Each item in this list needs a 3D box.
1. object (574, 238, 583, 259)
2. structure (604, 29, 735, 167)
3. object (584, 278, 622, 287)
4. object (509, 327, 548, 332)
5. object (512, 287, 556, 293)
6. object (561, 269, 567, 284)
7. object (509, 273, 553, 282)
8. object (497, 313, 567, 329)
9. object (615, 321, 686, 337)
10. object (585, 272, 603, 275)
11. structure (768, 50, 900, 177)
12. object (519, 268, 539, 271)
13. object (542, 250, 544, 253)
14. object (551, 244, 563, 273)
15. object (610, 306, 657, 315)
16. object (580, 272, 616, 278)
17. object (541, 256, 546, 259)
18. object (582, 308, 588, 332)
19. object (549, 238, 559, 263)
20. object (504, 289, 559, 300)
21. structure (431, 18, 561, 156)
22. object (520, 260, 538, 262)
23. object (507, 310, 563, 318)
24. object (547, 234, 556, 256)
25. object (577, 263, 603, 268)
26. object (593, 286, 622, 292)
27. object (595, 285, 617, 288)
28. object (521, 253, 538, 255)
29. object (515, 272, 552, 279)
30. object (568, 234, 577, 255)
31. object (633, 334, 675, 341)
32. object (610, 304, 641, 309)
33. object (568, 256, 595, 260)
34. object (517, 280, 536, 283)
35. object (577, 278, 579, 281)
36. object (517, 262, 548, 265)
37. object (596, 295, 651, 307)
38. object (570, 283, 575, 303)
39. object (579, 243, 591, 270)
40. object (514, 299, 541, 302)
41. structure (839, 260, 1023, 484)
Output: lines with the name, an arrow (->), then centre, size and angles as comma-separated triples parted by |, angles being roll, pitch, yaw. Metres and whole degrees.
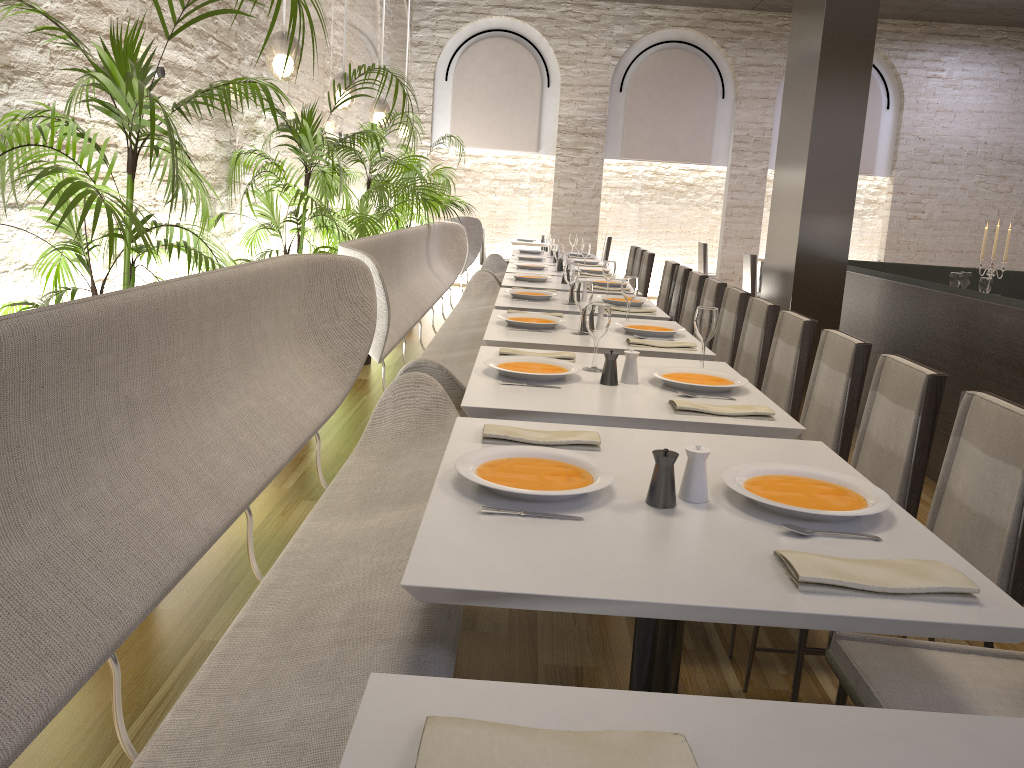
object -> 0.657, -1.328, 8.776 | 0.087, 0.229, 0.086 | 9, 11, 30
structure -> 2.065, -3.712, 11.451 | 1.633, 1.663, 0.098 | 4, 9, 1
object -> 0.671, -0.720, 6.331 | 0.322, 0.036, 0.324 | -1, 13, -21
object -> 0.081, -0.235, 3.857 | 0.185, 0.010, 0.017 | 4, 11, 1
object -> 0.136, -0.580, 5.521 | 0.273, 0.033, 0.144 | 4, 12, 0
object -> 0.380, -0.765, 6.262 | 0.059, 0.109, 0.060 | 2, 10, -8
object -> 0.135, -0.757, 6.338 | 0.322, 0.036, 0.324 | -1, 13, -21
object -> 0.090, -0.282, 4.037 | 0.321, 0.036, 0.324 | 0, 12, -17
object -> 0.626, -0.246, 4.030 | 0.321, 0.036, 0.324 | 0, 12, -17
object -> 0.684, -0.903, 7.255 | 0.181, 0.015, 0.038 | 4, 11, 2
structure -> 4.180, -3.570, 11.433 | 1.633, 1.663, 0.098 | 4, 9, 1
object -> 0.148, -0.937, 7.262 | 0.185, 0.010, 0.017 | 4, 11, 1
object -> 0.225, -1.501, 9.993 | 0.273, 0.033, 0.144 | 4, 12, 0
object -> 0.373, -1.030, 7.249 | 0.087, 0.229, 0.086 | 9, 11, 30
object -> 0.640, -0.402, 4.822 | 0.273, 0.033, 0.144 | 4, 12, 0
object -> 0.684, -0.867, 7.081 | 0.273, 0.033, 0.144 | 4, 12, 0
object -> 0.203, -1.270, 8.868 | 0.273, 0.033, 0.144 | 4, 12, 0
object -> 0.334, -0.291, 3.961 | 0.059, 0.109, 0.060 | 2, 10, -8
object -> 0.394, -1.253, 8.331 | 0.087, 0.229, 0.086 | 9, 11, 30
object -> 0.112, -0.518, 5.182 | 0.322, 0.036, 0.324 | -1, 13, -21
structure -> -0.191, -3.864, 11.471 | 1.633, 1.663, 0.098 | 4, 9, 1
object -> 0.170, -1.161, 8.350 | 0.185, 0.010, 0.017 | 4, 11, 1
object -> 0.114, -0.344, 4.375 | 0.273, 0.033, 0.144 | 4, 12, 0
object -> 0.416, -1.483, 9.444 | 0.087, 0.229, 0.086 | 9, 11, 30
object -> 0.706, -1.092, 8.170 | 0.273, 0.033, 0.144 | 4, 12, 0
object -> 0.662, -0.640, 5.978 | 0.273, 0.033, 0.144 | 4, 12, 0
object -> 0.662, -0.676, 6.152 | 0.181, 0.015, 0.038 | 4, 11, 2
object -> 0.192, -1.393, 9.475 | 0.185, 0.010, 0.017 | 4, 11, 1
object -> 0.159, -0.818, 6.676 | 0.273, 0.033, 0.144 | 4, 12, 0
object -> 0.679, -1.558, 9.889 | 0.087, 0.229, 0.086 | 9, 11, 30
object -> 0.617, -0.201, 3.850 | 0.181, 0.015, 0.038 | 4, 11, 2
object -> 0.640, -0.437, 4.996 | 0.181, 0.015, 0.038 | 4, 11, 2
object -> 0.728, -1.324, 9.295 | 0.273, 0.033, 0.144 | 4, 12, 0
object -> 0.126, -0.709, 6.158 | 0.185, 0.010, 0.017 | 4, 11, 1
object -> 0.451, -0.769, 6.307 | 0.059, 0.109, 0.060 | 2, 10, -8
object -> 0.181, -1.045, 7.780 | 0.273, 0.033, 0.144 | 4, 12, 0
object -> 0.649, -0.482, 5.176 | 0.322, 0.036, 0.324 | -1, 13, -21
object -> 0.357, -0.527, 5.107 | 0.059, 0.109, 0.060 | 2, 10, -8
object -> 0.636, -1.105, 7.694 | 0.087, 0.229, 0.086 | 9, 11, 30
object -> 0.104, -0.471, 5.003 | 0.185, 0.010, 0.017 | 4, 11, 1
structure -> 3.396, 0.528, 2.522 | 2.371, 0.994, 10.826 | 4, 12, 0
